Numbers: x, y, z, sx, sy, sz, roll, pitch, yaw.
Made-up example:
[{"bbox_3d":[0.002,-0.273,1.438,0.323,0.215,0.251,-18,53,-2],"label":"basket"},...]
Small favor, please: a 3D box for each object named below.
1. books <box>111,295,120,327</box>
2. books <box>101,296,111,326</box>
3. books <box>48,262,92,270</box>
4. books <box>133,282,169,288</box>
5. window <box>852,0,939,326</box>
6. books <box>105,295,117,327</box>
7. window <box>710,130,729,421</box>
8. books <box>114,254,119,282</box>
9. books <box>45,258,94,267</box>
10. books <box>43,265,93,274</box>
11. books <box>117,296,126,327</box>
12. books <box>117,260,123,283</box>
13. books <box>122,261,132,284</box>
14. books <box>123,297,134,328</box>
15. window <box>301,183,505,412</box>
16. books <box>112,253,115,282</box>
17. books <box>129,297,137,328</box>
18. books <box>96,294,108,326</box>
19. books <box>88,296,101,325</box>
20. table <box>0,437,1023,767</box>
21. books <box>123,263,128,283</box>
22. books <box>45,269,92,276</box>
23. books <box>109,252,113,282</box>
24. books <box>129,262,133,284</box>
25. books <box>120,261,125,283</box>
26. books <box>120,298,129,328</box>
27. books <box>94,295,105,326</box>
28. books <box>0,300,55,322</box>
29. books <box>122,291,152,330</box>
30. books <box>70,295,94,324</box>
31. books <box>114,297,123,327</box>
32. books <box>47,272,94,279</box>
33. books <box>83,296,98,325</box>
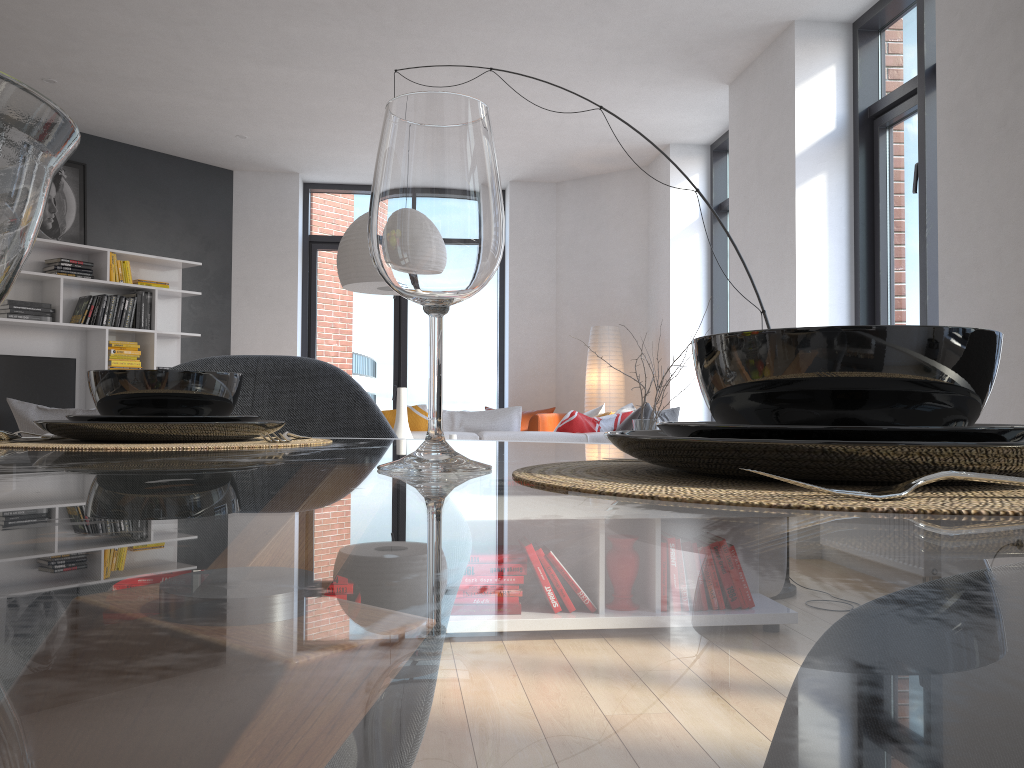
[{"bbox_3d":[-3.162,-0.566,6.962,0.197,0.260,0.066,-1,-2,38],"label":"books"},{"bbox_3d":[-3.202,-0.558,6.902,0.179,0.243,0.068,-1,-2,36],"label":"books"},{"bbox_3d":[-3.356,-0.890,6.738,0.180,0.026,0.246,-1,-2,40],"label":"books"},{"bbox_3d":[-2.960,-0.792,7.222,0.194,0.028,0.257,-1,-2,43],"label":"books"},{"bbox_3d":[2.070,-0.845,4.304,0.170,2.402,1.310,1,-2,-7],"label":"window"},{"bbox_3d":[-3.182,-0.562,6.934,0.191,0.249,0.084,-1,-2,38],"label":"books"},{"bbox_3d":[1.783,-0.774,6.586,0.170,2.402,1.310,1,-2,-7],"label":"window"},{"bbox_3d":[-3.148,-0.900,6.958,0.164,0.224,0.054,-1,-2,37],"label":"books"},{"bbox_3d":[-3.367,-0.916,6.743,0.209,0.030,0.266,-1,-2,31],"label":"books"},{"bbox_3d":[-3.380,-0.861,6.751,0.214,0.030,0.284,-1,-2,41],"label":"books"},{"bbox_3d":[-3.133,-0.562,6.996,0.192,0.254,0.075,-1,-2,37],"label":"books"},{"bbox_3d":[-3.112,-0.876,6.968,0.132,0.180,0.054,-1,-2,38],"label":"books"},{"bbox_3d":[-3.070,-0.877,7.015,0.141,0.184,0.064,-1,-2,39],"label":"books"},{"bbox_3d":[-3.093,-0.558,7.046,0.191,0.249,0.084,-1,-2,38],"label":"books"},{"bbox_3d":[-1.051,-0.722,8.672,1.960,2.402,0.170,1,-2,-7],"label":"window"},{"bbox_3d":[-3.160,-0.901,6.929,0.163,0.224,0.041,-1,-2,36],"label":"books"},{"bbox_3d":[-3.073,-0.562,7.073,0.197,0.260,0.066,-1,-2,38],"label":"books"},{"bbox_3d":[-3.223,-0.566,6.885,0.192,0.254,0.075,-1,-2,37],"label":"books"},{"bbox_3d":[-3.248,-0.557,6.831,0.169,0.233,0.081,-1,-2,37],"label":"books"},{"bbox_3d":[-0.359,0.428,0.418,1.499,0.764,1.499,1,-2,-18],"label":"table"},{"bbox_3d":[-3.073,-0.866,6.987,0.108,0.161,0.046,-1,-2,37],"label":"books"},{"bbox_3d":[-3.366,-0.836,6.735,0.189,0.020,0.264,-1,-2,36],"label":"books"},{"bbox_3d":[-3.159,-0.903,6.899,0.161,0.229,0.041,-1,-2,37],"label":"books"},{"bbox_3d":[-3.063,-0.877,7.038,0.142,0.184,0.044,-1,-2,39],"label":"books"},{"bbox_3d":[-3.094,-0.875,6.980,0.128,0.178,0.044,-1,-2,38],"label":"books"},{"bbox_3d":[-3.107,-0.557,7.008,0.179,0.243,0.071,-1,-2,37],"label":"books"},{"bbox_3d":[-3.216,-0.560,6.850,0.172,0.242,0.069,-1,-2,39],"label":"books"},{"bbox_3d":[-3.575,-0.523,6.477,0.277,0.137,0.343,-1,-2,33],"label":"books"},{"bbox_3d":[-3.035,-0.584,7.168,0.259,0.321,0.128,-1,-2,38],"label":"books"},{"bbox_3d":[-3.295,-0.559,6.785,0.182,0.234,0.104,-1,-2,38],"label":"books"},{"bbox_3d":[-3.127,-0.556,6.961,0.172,0.242,0.069,-1,-2,39],"label":"books"},{"bbox_3d":[-3.363,-0.811,6.733,0.214,0.030,0.284,-1,-2,41],"label":"books"},{"bbox_3d":[-3.278,-0.557,6.814,0.187,0.234,0.096,-1,-2,38],"label":"books"}]
